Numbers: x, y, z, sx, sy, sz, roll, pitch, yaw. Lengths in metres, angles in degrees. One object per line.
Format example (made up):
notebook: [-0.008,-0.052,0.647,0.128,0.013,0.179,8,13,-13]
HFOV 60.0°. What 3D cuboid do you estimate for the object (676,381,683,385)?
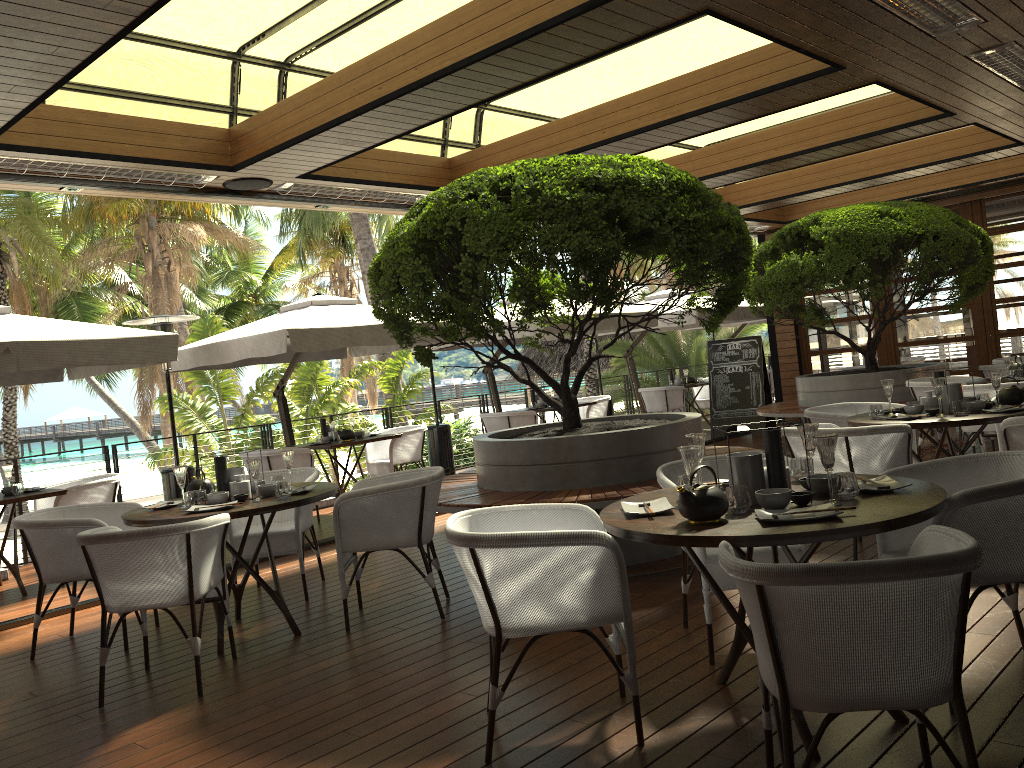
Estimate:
object: [2.680,-0.011,14.159,0.116,0.065,0.116,-7,1,-43]

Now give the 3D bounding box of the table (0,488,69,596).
table: [-4.077,1.268,6.921,0.930,0.749,0.932,-6,1,43]

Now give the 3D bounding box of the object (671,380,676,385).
object: [2.585,-0.012,14.220,0.086,0.086,0.086,-7,1,-42]

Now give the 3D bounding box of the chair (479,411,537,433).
chair: [-0.036,0.730,11.235,0.627,0.788,0.617,-6,0,44]

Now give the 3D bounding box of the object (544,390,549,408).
object: [0.458,0.195,11.553,0.082,0.227,0.082,-6,0,32]

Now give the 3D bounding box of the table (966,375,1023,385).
table: [4.567,0.305,7.575,1.165,0.749,1.166,-6,1,12]

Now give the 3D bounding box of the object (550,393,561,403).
object: [0.558,0.207,11.762,0.168,0.179,0.163,-7,1,-45]

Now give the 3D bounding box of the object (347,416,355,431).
object: [-1.738,0.469,9.647,0.082,0.227,0.082,-6,0,44]

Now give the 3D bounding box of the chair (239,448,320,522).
chair: [-2.323,1.024,8.790,0.627,0.788,0.617,-6,0,44]

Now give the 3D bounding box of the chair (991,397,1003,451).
chair: [3.646,0.417,5.902,0.617,0.788,0.627,-6,0,-26]

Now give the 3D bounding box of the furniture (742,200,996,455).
furniture: [3.993,-0.643,9.964,2.568,2.722,2.720,-6,0,8]

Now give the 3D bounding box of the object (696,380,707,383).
object: [3.034,-0.037,14.565,0.294,0.025,0.170,-5,1,43]

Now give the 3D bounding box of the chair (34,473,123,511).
chair: [-3.575,1.186,7.416,0.627,0.788,0.617,-6,0,44]

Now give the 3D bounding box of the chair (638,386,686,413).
chair: [2.341,0.424,13.776,0.627,0.788,0.617,-6,0,44]

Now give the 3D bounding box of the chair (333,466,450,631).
chair: [-0.647,0.905,5.016,0.617,0.788,0.627,-6,0,-1]

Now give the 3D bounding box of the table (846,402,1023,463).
table: [2.728,0.543,5.492,1.165,0.749,1.167,-6,1,23]

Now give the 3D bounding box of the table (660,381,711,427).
table: [2.851,0.377,14.326,0.930,0.749,0.932,-6,1,43]

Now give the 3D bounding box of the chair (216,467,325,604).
chair: [-1.557,0.990,5.862,0.627,0.788,0.617,-6,0,-1]

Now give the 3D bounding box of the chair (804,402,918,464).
chair: [2.467,0.540,6.283,0.628,0.788,0.616,-6,0,-26]

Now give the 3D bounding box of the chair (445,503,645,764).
chair: [0.104,0.853,3.203,0.617,0.788,0.627,-6,0,-1]

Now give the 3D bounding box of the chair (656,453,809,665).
chair: [1.002,0.741,3.963,0.627,0.788,0.617,-6,0,-1]

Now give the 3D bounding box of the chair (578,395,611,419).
chair: [1.081,0.587,12.392,0.627,0.788,0.617,-6,0,44]

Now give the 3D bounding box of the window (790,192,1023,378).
window: [-2.505,-7.449,0.329,14.479,17.962,38.447,-6,1,21]

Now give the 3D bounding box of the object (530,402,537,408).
object: [0.283,0.284,11.758,0.086,0.086,0.086,-7,1,-42]

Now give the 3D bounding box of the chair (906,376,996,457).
chair: [4.081,0.327,8.289,0.628,0.788,0.616,-7,0,-41]

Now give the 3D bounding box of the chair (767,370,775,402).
chair: [4.628,0.130,16.220,0.627,0.788,0.617,-6,0,44]

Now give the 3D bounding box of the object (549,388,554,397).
object: [0.557,0.174,12.101,0.082,0.227,0.082,-6,0,44]

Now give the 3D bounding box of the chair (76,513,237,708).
chair: [-1.662,1.031,4.201,0.627,0.788,0.617,-6,0,-1]

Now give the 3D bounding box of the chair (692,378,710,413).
chair: [3.418,0.286,14.891,0.627,0.788,0.617,-6,0,44]

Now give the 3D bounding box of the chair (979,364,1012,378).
chair: [5.415,0.160,9.486,0.617,0.788,0.627,-6,0,-16]

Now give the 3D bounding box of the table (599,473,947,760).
table: [0.932,0.782,3.131,1.167,0.749,1.165,-7,1,-44]

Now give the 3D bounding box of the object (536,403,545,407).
object: [0.377,0.286,11.698,0.116,0.065,0.116,-6,1,42]

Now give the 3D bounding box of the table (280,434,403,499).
table: [-1.764,0.970,9.393,0.930,0.749,0.932,-6,1,43]

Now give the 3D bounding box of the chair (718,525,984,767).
chair: [0.896,0.782,2.302,0.627,0.788,0.617,-6,0,9]

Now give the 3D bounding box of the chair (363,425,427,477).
chair: [-1.247,0.886,9.904,0.627,0.788,0.617,-6,0,44]

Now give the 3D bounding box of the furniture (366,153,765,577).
furniture: [0.411,-0.184,6.238,2.613,2.722,2.697,-6,1,34]

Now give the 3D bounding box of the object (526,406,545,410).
object: [0.307,0.316,11.551,0.294,0.025,0.170,-5,1,43]

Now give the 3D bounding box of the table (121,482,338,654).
table: [-1.526,1.021,4.988,1.167,0.749,1.165,-7,1,-41]

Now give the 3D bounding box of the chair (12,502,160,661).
chair: [-2.454,1.102,5.103,0.617,0.788,0.627,-6,0,-1]

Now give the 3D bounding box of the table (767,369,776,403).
table: [5.158,0.080,16.792,0.930,0.749,0.932,-6,1,43]

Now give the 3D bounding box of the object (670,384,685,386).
object: [2.610,0.020,14.012,0.294,0.025,0.170,-5,1,43]

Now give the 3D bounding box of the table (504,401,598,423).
table: [0.544,0.673,11.859,0.930,0.749,0.932,-6,1,43]

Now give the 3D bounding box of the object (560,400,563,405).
object: [0.656,0.250,11.956,0.116,0.065,0.116,-6,1,42]

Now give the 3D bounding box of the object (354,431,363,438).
object: [-1.640,0.546,9.503,0.116,0.065,0.116,-6,1,42]

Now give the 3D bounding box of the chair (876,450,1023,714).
chair: [1.719,0.676,3.199,0.617,0.788,0.627,-6,0,-1]

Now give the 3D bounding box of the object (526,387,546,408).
object: [0.337,0.186,11.970,0.263,0.264,0.263,-6,0,-2]

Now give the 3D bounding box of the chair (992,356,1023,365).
chair: [6.087,0.069,10.453,0.628,0.788,0.616,-6,0,-16]

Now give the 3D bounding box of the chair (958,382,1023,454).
chair: [3.879,0.370,7.127,0.617,0.788,0.627,-7,0,-41]

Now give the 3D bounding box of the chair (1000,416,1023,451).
chair: [3.068,0.500,4.732,0.628,0.788,0.616,-6,0,-26]

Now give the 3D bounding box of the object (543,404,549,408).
object: [0.450,0.290,11.632,0.080,0.042,0.080,-6,1,5]

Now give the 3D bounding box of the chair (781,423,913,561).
chair: [1.972,0.613,5.213,0.617,0.788,0.627,-6,0,-26]
